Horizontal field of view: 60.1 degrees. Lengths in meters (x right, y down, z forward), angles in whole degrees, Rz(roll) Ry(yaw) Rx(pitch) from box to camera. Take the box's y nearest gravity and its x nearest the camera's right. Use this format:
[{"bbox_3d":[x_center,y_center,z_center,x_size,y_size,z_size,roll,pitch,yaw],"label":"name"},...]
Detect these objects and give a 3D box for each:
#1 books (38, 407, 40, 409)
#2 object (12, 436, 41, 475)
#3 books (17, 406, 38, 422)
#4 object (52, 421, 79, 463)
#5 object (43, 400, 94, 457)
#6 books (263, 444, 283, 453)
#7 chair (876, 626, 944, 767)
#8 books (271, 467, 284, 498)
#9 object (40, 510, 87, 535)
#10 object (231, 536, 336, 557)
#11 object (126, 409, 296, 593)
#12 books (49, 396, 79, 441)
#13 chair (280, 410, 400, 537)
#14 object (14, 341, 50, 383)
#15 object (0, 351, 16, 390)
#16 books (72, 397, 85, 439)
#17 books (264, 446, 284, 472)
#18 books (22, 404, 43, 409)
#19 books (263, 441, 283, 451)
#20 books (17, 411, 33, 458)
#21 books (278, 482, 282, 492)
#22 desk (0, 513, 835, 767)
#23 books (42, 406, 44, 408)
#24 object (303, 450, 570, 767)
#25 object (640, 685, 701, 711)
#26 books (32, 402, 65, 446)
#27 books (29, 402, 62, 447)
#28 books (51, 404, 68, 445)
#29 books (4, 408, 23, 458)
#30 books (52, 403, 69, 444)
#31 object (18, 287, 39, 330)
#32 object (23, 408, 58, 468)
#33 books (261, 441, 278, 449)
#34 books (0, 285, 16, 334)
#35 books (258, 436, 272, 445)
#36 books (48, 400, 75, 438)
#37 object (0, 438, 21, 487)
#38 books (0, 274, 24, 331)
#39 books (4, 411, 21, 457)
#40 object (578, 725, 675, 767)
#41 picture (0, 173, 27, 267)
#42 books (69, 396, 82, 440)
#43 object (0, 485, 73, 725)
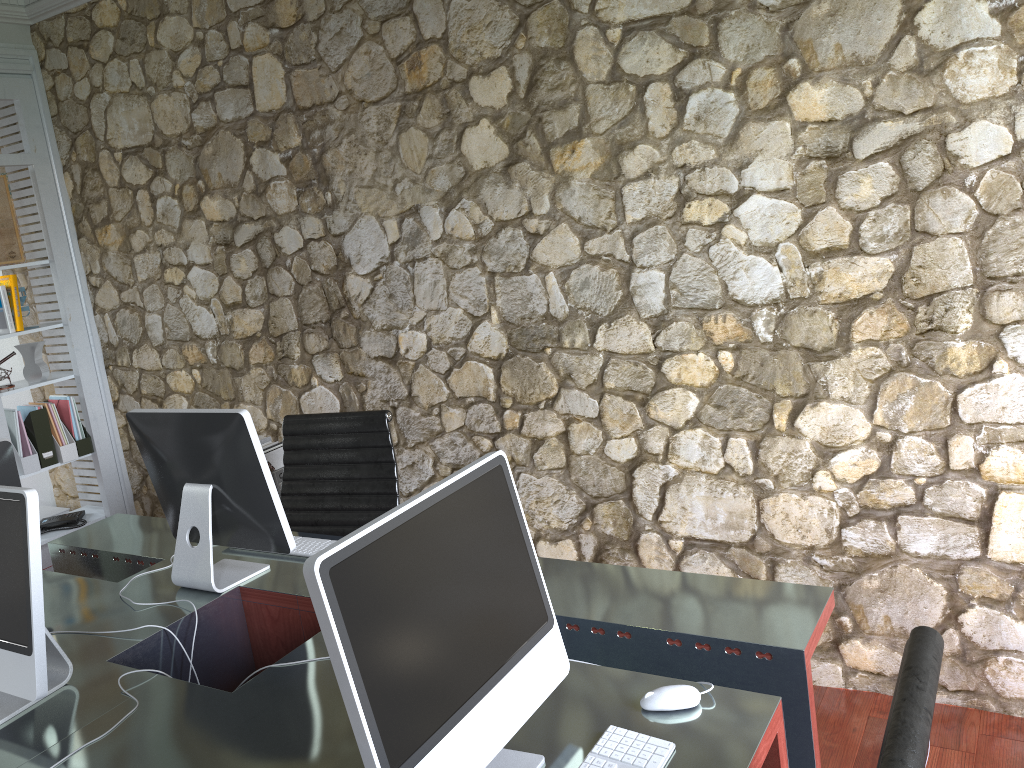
[{"bbox_3d":[-2.297,0.246,4.275,0.180,0.280,0.030,-1,11,37],"label":"books"},{"bbox_3d":[-2.352,0.277,4.198,0.239,0.275,0.079,0,12,40],"label":"object"},{"bbox_3d":[-2.313,0.249,4.259,0.194,0.286,0.039,-1,11,37],"label":"books"},{"bbox_3d":[-2.243,0.234,4.330,0.239,0.275,0.079,-1,12,38],"label":"object"},{"bbox_3d":[-2.210,0.213,4.412,0.239,0.275,0.079,-1,11,36],"label":"object"},{"bbox_3d":[-0.900,0.419,3.579,0.070,0.350,0.261,-3,11,32],"label":"books"},{"bbox_3d":[0.259,0.871,1.180,0.698,1.014,0.671,-1,12,36],"label":"chair"},{"bbox_3d":[-0.849,0.456,3.538,0.061,0.280,0.224,-3,11,32],"label":"books"},{"bbox_3d":[-2.256,0.685,4.402,0.294,0.040,0.239,-11,12,-12],"label":"object"},{"bbox_3d":[-0.672,0.473,2.621,0.438,0.017,0.120,-1,14,32],"label":"object"},{"bbox_3d":[-0.841,0.302,2.415,0.483,0.481,0.191,-2,11,32],"label":"object"},{"bbox_3d":[-2.234,0.203,4.424,0.180,0.288,0.030,-1,11,36],"label":"books"},{"bbox_3d":[-0.609,0.660,2.818,0.664,1.014,0.706,-3,11,28],"label":"chair"},{"bbox_3d":[-2.306,-0.104,4.272,0.126,0.187,0.063,-7,9,5],"label":"object"},{"bbox_3d":[-2.379,-0.055,4.100,0.178,0.160,0.093,-14,11,-29],"label":"object"},{"bbox_3d":[-2.212,0.202,4.441,0.194,0.280,0.024,-1,11,36],"label":"books"},{"bbox_3d":[-0.873,0.417,3.565,0.063,0.351,0.274,-3,11,32],"label":"books"},{"bbox_3d":[-2.292,0.241,4.287,0.194,0.286,0.009,-1,11,37],"label":"books"},{"bbox_3d":[-0.922,0.419,3.588,0.049,0.352,0.261,-3,11,32],"label":"books"},{"bbox_3d":[-2.352,0.263,4.227,0.194,0.286,0.022,0,12,40],"label":"books"},{"bbox_3d":[-0.817,0.476,3.522,0.058,0.238,0.199,-3,11,32],"label":"books"},{"bbox_3d":[-0.654,0.966,2.068,2.504,0.722,1.313,-1,13,32],"label":"desk"},{"bbox_3d":[-2.288,0.243,4.296,0.194,0.280,0.007,-1,11,37],"label":"books"},{"bbox_3d":[-0.104,0.407,1.391,0.189,0.481,0.488,-3,11,32],"label":"object"},{"bbox_3d":[0.277,0.549,1.555,0.106,0.028,0.059,-8,11,1],"label":"object"},{"bbox_3d":[-2.261,0.226,4.337,0.194,0.285,0.046,-1,11,38],"label":"books"},{"bbox_3d":[-2.273,0.224,4.331,0.180,0.280,0.045,-1,11,38],"label":"books"},{"bbox_3d":[-2.253,0.227,4.343,0.194,0.279,0.043,-1,11,38],"label":"books"},{"bbox_3d":[-2.376,0.264,4.210,0.180,0.293,0.038,0,12,40],"label":"books"},{"bbox_3d":[-2.248,0.228,4.352,0.194,0.285,0.046,-1,11,38],"label":"books"},{"bbox_3d":[-2.382,-0.387,4.276,0.115,0.247,0.079,-3,10,32],"label":"object"},{"bbox_3d":[-2.316,0.255,4.280,0.245,0.275,0.079,-1,12,37],"label":"object"},{"bbox_3d":[-1.040,0.432,3.659,0.060,0.330,0.252,-3,11,32],"label":"books"},{"bbox_3d":[-2.427,-0.349,4.186,0.161,0.221,0.027,-2,10,32],"label":"books"},{"bbox_3d":[-1.093,0.424,3.694,0.065,0.348,0.261,-3,11,32],"label":"books"},{"bbox_3d":[-2.236,0.215,4.405,0.194,0.275,0.024,-1,11,36],"label":"books"},{"bbox_3d":[-1.497,0.430,2.256,0.487,0.481,0.190,-15,11,-32],"label":"object"},{"bbox_3d":[-2.408,-0.381,4.215,0.192,0.266,0.056,-2,11,32],"label":"books"},{"bbox_3d":[-2.379,0.271,4.194,0.194,0.285,0.037,0,12,40],"label":"books"},{"bbox_3d":[0.104,0.636,1.286,0.118,0.017,0.443,-1,14,32],"label":"object"},{"bbox_3d":[-2.455,-0.753,4.103,0.009,0.431,0.329,-3,11,32],"label":"picture"},{"bbox_3d":[-2.221,0.201,4.430,0.194,0.286,0.013,-1,11,36],"label":"books"},{"bbox_3d":[-1.124,0.448,1.905,0.483,0.481,0.191,-2,11,32],"label":"object"}]
